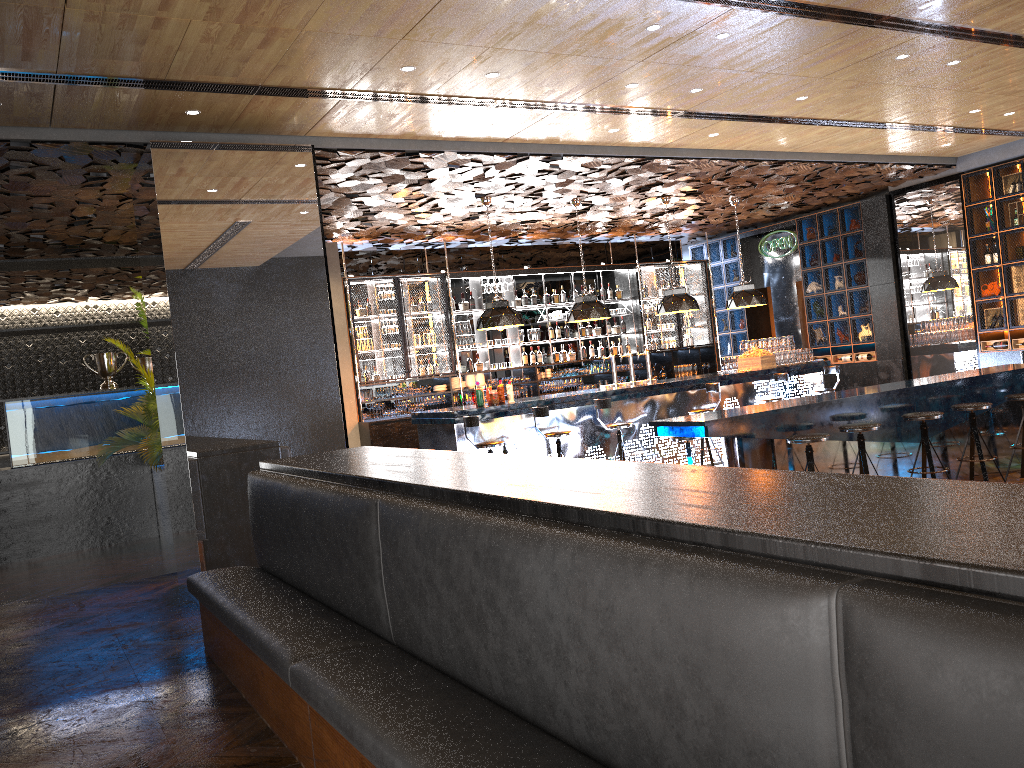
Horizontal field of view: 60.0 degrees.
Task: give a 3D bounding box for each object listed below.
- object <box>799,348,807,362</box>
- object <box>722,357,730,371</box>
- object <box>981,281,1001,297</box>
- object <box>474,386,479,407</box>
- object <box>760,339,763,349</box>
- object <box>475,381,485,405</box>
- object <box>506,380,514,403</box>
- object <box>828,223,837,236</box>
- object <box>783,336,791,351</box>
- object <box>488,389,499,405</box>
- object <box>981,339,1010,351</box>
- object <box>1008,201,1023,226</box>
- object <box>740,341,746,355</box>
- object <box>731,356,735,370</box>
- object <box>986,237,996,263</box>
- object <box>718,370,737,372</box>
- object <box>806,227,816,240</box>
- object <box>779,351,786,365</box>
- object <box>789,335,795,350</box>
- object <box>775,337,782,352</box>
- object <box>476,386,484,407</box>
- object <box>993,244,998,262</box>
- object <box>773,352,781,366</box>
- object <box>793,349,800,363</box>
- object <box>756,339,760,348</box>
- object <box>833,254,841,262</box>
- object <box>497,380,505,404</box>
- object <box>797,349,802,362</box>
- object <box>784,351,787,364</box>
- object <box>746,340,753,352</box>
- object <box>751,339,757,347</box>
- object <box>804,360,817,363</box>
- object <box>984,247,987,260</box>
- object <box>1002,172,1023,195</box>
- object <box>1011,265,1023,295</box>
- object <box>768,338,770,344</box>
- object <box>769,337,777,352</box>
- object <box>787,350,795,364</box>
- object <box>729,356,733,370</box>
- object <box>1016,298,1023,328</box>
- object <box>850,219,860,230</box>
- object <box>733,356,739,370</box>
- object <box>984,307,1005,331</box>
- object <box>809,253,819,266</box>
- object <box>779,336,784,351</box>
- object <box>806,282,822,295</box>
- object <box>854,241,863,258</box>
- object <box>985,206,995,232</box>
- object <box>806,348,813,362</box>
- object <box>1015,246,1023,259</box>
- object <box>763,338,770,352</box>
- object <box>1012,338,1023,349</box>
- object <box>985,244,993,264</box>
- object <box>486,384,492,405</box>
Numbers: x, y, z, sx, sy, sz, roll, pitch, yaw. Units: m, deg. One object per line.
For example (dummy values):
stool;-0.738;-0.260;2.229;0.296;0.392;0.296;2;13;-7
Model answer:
object;4.210;-0.406;12.796;0.105;0.209;0.105;-6;1;36
object;3.125;-0.286;12.934;0.105;0.209;0.105;-7;1;-5
object;6.502;-1.275;12.037;0.138;0.222;0.278;-7;1;-30
object;-0.394;0.138;10.342;0.078;0.246;0.084;-7;1;-31
object;3.695;-0.564;13.053;0.105;0.209;0.105;-7;1;-5
object;-0.362;0.107;10.455;0.116;0.298;0.105;-6;1;2
object;-0.025;0.087;10.399;0.081;0.264;0.099;-7;1;-9
object;5.198;-2.527;14.252;0.152;0.332;0.289;-7;1;-37
object;3.925;-0.584;12.669;0.105;0.209;0.105;-7;1;-5
object;-0.210;0.146;10.277;0.110;0.191;0.131;-7;1;-18
object;6.583;-0.528;12.024;0.122;0.132;0.396;-7;1;-27
object;6.706;-2.226;11.695;0.119;0.352;0.222;-7;1;-29
object;3.390;-0.529;13.003;0.105;0.209;0.105;-7;1;-5
object;3.238;-0.298;12.860;0.105;0.209;0.105;-7;1;-5
object;6.650;-1.816;12.215;0.116;0.392;0.144;-7;1;-24
object;3.223;-0.200;12.852;0.273;0.019;0.437;-7;1;-29
object;4.986;-2.469;14.612;0.253;0.249;0.126;-6;1;30
object;3.810;-0.359;12.530;0.105;0.209;0.105;-7;1;-5
object;4.001;-0.593;12.718;0.105;0.209;0.105;-7;1;-5
object;3.761;-0.564;12.571;0.105;0.209;0.105;-7;1;-5
object;-0.370;0.143;10.189;0.086;0.237;0.084;-7;1;-11
object;6.560;-1.758;12.001;0.088;0.306;0.088;-7;1;-21
object;3.721;-0.347;12.464;0.105;0.209;0.105;-7;1;-5
object;4.050;-0.388;12.676;0.105;0.209;0.105;-7;1;-5
object;3.630;-0.559;13.149;0.105;0.209;0.105;-7;1;-5
object;5.258;-2.020;14.278;0.210;0.168;0.105;-7;1;-30
object;-0.134;0.091;10.484;0.080;0.277;0.091;-6;1;3
object;4.208;-0.408;12.920;0.105;0.209;0.105;-7;1;-5
object;3.915;-0.373;12.717;0.105;0.209;0.105;-7;1;-5
object;3.455;-0.535;12.906;0.105;0.209;0.105;-7;1;-5
object;3.531;-0.544;12.954;0.105;0.209;0.105;-7;1;-5
object;4.193;-0.310;12.912;0.273;0.019;0.437;-7;1;-29
object;6.532;-1.763;12.177;0.086;0.313;0.086;-6;1;9
object;6.708;-2.638;11.709;0.152;0.297;0.361;-7;1;-31
object;6.817;-1.392;11.767;0.304;0.396;0.162;-6;1;35
object;3.714;-0.560;12.679;0.105;0.209;0.105;-7;1;-5
object;3.685;-0.554;12.522;0.105;0.209;0.105;-7;1;-5
object;3.960;-0.377;12.610;0.105;0.209;0.105;-7;1;-5
object;3.221;-0.298;12.997;0.105;0.209;0.105;-7;1;-5
object;6.866;-0.962;11.740;0.139;0.396;0.281;-7;1;-32
object;5.405;-2.488;13.874;0.138;0.222;0.278;-7;1;-29
object;3.240;-0.296;12.736;0.105;0.209;0.105;-6;1;36
object;6.678;-0.897;12.109;0.152;0.297;0.361;-7;1;-38
object;5.008;-2.037;14.636;0.126;0.249;0.253;-7;1;-30
object;3.860;-0.578;12.766;0.105;0.209;0.105;-7;1;-5
object;5.067;-1.591;14.636;0.403;0.221;0.192;-6;1;30
object;5.452;-2.097;13.876;0.114;0.290;0.249;-7;1;-29
object;6.556;-2.233;12.056;0.222;0.390;0.224;-6;1;45
object;4.309;-0.418;12.839;0.105;0.209;0.105;-6;1;36
object;6.763;-1.724;11.684;0.182;0.187;0.187;-6;1;6
object;3.620;-0.549;12.619;0.105;0.209;0.105;-7;1;-5
object;6.799;-0.539;11.650;0.122;0.132;0.396;-7;1;-25
object;6.495;-1.752;12.089;0.088;0.306;0.088;-7;1;-21
object;-0.263;0.116;10.541;0.080;0.254;0.091;-7;1;-27
